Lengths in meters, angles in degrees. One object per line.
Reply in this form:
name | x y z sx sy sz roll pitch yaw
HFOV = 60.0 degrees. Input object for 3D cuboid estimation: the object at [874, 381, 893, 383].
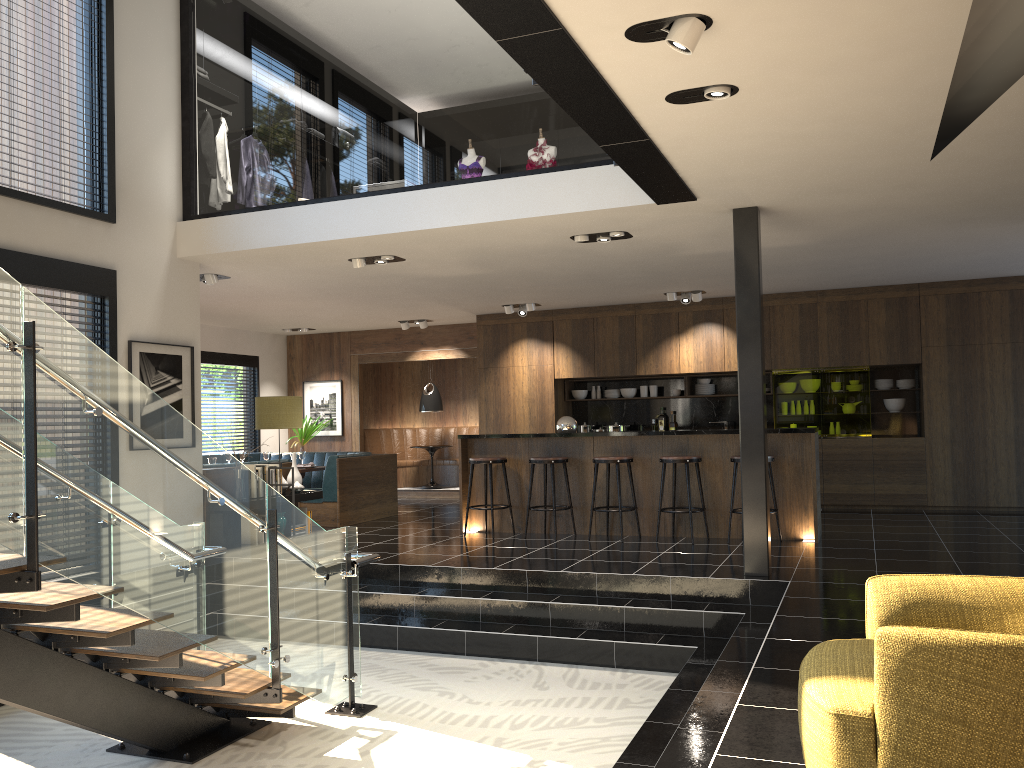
object | 4.693 -0.012 11.191 0.220 0.033 0.220 -3 -3 31

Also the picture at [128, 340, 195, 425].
picture | -3.011 0.106 7.651 0.028 0.911 0.748 -2 -2 22

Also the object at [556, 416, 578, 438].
object | 0.564 0.442 9.083 0.227 0.228 0.227 -1 -2 -18

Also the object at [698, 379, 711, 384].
object | 2.625 -0.023 12.095 0.168 0.087 0.168 -3 -3 41

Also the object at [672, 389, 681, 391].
object | 2.257 0.112 12.163 0.122 0.072 0.122 1 -3 -43

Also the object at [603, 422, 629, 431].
object | 1.429 0.634 12.126 0.300 0.218 0.279 0 -3 -35

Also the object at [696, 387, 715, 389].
object | 2.630 0.064 12.092 0.269 0.024 0.269 0 -3 -30

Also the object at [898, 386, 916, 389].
object | 4.930 0.047 11.096 0.220 0.033 0.220 -2 -2 5

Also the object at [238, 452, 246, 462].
object | -3.430 0.965 11.280 0.098 0.191 0.098 -2 -2 19

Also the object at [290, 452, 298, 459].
object | -2.642 0.924 10.746 0.098 0.191 0.098 -2 -2 19

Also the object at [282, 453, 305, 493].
object | -2.270 0.910 9.078 0.319 0.398 0.316 -1 -2 -2

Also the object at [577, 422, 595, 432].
object | 1.028 0.650 12.508 0.255 0.218 0.236 -1 -2 -21

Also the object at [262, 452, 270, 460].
object | -3.086 0.951 11.148 0.098 0.191 0.098 -2 -2 19

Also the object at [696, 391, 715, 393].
object | 2.632 0.119 12.090 0.269 0.024 0.269 0 -3 -30

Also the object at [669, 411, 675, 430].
object | 2.216 0.570 12.268 0.077 0.394 0.077 -1 -2 -26

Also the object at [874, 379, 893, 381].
object | 4.692 -0.037 11.192 0.220 0.033 0.220 -3 -3 31

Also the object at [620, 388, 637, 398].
object | 1.634 0.135 12.409 0.234 0.138 0.234 -3 -3 41

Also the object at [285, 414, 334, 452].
object | -3.202 1.136 14.059 0.818 1.381 0.955 -1 -2 -21

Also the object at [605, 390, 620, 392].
object | 1.414 0.112 12.488 0.220 0.033 0.220 -2 -3 18

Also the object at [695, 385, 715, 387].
object | 2.630 0.037 12.093 0.269 0.024 0.269 0 -3 -30

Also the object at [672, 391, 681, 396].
object | 2.257 0.136 12.162 0.122 0.072 0.122 1 -3 -43

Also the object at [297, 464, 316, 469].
object | -2.484 0.989 10.697 0.269 0.051 0.325 -2 -3 25

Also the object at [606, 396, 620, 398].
object | 1.416 0.194 12.486 0.220 0.033 0.220 -2 -3 18

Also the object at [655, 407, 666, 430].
object | 2.065 0.548 12.320 0.133 0.451 0.116 -2 -2 22

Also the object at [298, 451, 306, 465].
object | -2.592 0.931 10.948 0.098 0.191 0.098 -2 -2 19

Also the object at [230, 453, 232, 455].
object | -3.532 0.958 11.050 0.098 0.191 0.098 -2 -2 19

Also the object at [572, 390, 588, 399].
object | 0.970 0.160 12.672 0.234 0.138 0.234 -2 -2 24

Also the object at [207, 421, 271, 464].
object | -2.515 0.707 8.262 0.607 0.744 0.406 -1 -2 -18

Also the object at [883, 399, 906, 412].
object | 4.815 0.273 11.148 0.264 0.170 0.264 -1 -2 -4

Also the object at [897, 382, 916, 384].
object | 4.929 -0.001 11.097 0.220 0.033 0.220 -2 -2 5

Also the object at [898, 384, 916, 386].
object | 4.930 0.022 11.096 0.220 0.033 0.220 -2 -2 5

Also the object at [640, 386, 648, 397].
object | 1.833 0.108 12.306 0.109 0.161 0.109 -1 -2 4

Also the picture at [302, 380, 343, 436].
picture | -3.107 0.400 14.549 0.748 0.911 0.028 -2 -2 22

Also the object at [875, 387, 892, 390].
object | 4.694 0.057 11.189 0.220 0.033 0.220 -3 -3 31

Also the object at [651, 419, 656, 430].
object | 1.973 0.633 12.351 0.058 0.287 0.058 -3 -2 34

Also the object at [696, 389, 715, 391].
object | 2.631 0.091 12.091 0.269 0.024 0.269 0 -3 -30

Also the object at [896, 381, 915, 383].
object | 4.929 -0.012 11.097 0.220 0.033 0.220 -2 -2 5

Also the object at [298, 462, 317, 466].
object | -2.599 1.009 11.108 0.325 0.051 0.269 -2 -3 25

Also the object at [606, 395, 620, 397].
object | 1.415 0.181 12.486 0.220 0.033 0.220 -2 -3 18

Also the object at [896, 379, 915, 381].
object | 4.929 -0.034 11.098 0.220 0.033 0.220 -2 -2 5

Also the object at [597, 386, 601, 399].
object | 1.232 0.119 12.569 0.060 0.185 0.060 -1 -2 -10

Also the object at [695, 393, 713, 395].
object | 2.632 0.147 12.089 0.269 0.024 0.269 0 -3 -30

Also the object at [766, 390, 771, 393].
object | 3.227 0.113 11.782 0.438 0.039 0.438 0 -3 -32

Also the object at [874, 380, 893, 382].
object | 4.692 -0.025 11.191 0.220 0.033 0.220 -3 -3 31

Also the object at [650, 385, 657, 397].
object | 1.958 0.103 12.257 0.109 0.161 0.109 -3 -2 34

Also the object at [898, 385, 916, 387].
object | 4.930 0.034 11.096 0.220 0.033 0.220 -2 -2 5

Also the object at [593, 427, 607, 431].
object | 1.233 0.676 12.328 0.210 0.143 0.195 -1 -2 -21

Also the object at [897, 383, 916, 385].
object | 4.930 0.012 11.097 0.220 0.033 0.220 -2 -2 5

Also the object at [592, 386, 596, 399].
object | 1.161 0.122 12.597 0.060 0.185 0.060 0 -2 -37
